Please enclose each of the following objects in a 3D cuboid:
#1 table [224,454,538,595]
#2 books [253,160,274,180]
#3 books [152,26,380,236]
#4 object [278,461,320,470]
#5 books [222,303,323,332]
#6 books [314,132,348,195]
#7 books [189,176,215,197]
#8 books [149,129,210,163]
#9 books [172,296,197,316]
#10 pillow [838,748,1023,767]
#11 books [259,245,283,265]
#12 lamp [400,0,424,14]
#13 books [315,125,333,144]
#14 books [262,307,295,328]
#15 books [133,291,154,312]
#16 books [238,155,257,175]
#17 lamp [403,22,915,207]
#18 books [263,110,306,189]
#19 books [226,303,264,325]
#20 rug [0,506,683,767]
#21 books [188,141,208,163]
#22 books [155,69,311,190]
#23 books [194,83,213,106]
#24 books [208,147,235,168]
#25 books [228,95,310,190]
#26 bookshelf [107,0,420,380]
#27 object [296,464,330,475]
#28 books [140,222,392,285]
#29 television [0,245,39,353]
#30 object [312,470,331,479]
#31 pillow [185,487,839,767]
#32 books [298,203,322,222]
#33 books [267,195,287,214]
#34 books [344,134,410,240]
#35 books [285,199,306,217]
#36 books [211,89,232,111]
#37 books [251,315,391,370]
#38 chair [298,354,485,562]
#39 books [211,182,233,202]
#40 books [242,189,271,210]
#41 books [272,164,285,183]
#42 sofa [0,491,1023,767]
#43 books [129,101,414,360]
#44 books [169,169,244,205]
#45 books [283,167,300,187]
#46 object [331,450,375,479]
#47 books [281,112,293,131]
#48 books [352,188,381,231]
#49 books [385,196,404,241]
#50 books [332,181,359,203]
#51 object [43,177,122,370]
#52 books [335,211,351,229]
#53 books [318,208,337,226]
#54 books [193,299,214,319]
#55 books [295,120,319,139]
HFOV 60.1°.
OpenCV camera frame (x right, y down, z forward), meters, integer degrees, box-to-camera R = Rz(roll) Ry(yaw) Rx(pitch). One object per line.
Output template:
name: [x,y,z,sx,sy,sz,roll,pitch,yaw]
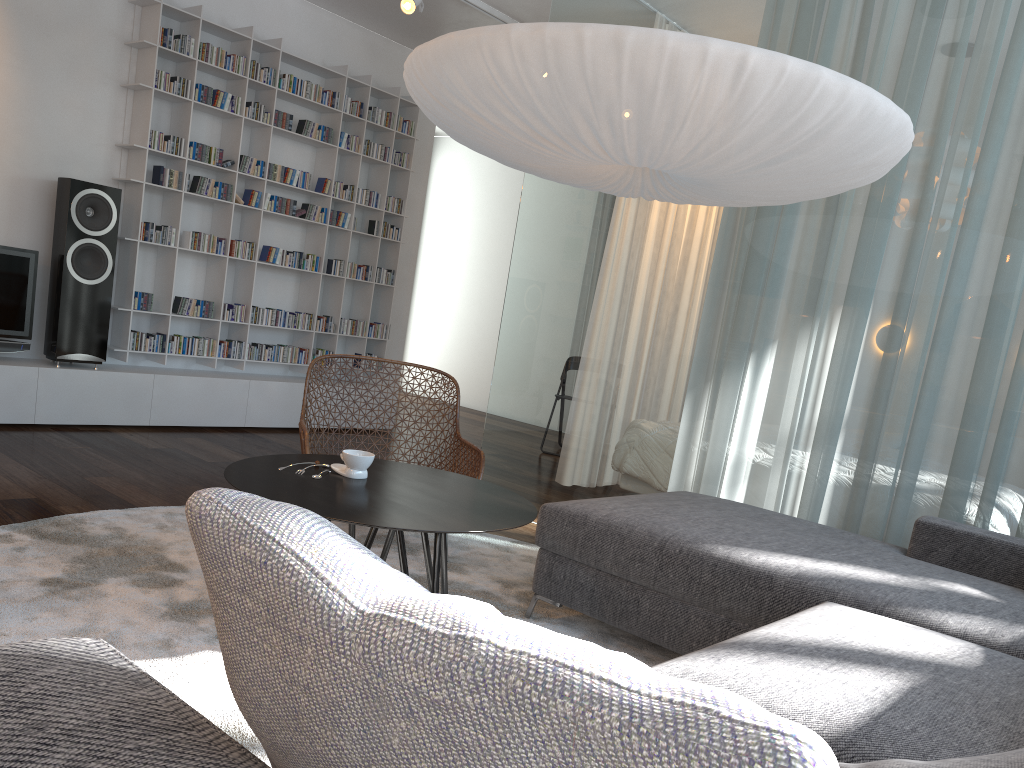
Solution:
table: [-0.385,0.518,2.461,0.839,0.477,0.848,14,7,42]
books: [-1.590,-1.356,5.606,0.098,0.105,0.139,14,8,38]
books: [-1.493,-1.536,5.661,0.113,0.866,1.755,16,8,40]
object: [-0.602,0.230,2.505,0.014,0.015,0.167,12,5,27]
books: [-1.604,-0.447,5.898,0.113,0.113,0.765,14,7,40]
books: [-1.222,-1.493,5.984,0.089,0.436,0.156,16,10,40]
books: [-1.868,-1.192,5.338,0.089,0.109,0.118,15,8,40]
books: [-1.962,-1.384,5.166,0.101,0.105,0.384,15,7,40]
books: [-2.008,-0.476,5.415,0.089,0.109,0.118,15,8,40]
pillow: [0.499,0.419,0.886,0.442,0.324,0.490,11,6,21]
books: [-1.577,-0.845,5.791,0.089,0.109,0.118,15,8,40]
lamp: [-0.541,-2.135,4.873,0.085,0.242,0.249,10,6,6]
books: [-1.267,-1.658,5.878,0.098,0.105,0.132,14,8,38]
books: [-1.584,-0.446,5.921,0.113,0.113,0.234,14,7,40]
books: [-2.190,-0.489,5.201,0.098,0.105,0.132,14,8,38]
books: [-1.665,-1.364,5.514,0.089,0.109,0.118,15,8,40]
lamp: [0.395,-0.711,2.647,1.474,0.212,1.454,8,4,-14]
books: [-1.480,-1.511,5.684,0.099,0.436,0.350,16,9,39]
books: [-1.748,-0.458,5.726,0.099,0.113,0.268,14,7,39]
rug: [-0.411,0.736,2.655,2.824,0.012,2.827,11,4,20]
books: [-1.889,-1.379,5.252,0.098,0.105,0.132,14,8,38]
books: [-1.696,-1.528,5.426,0.101,0.435,1.125,16,8,40]
books: [-1.839,-1.703,5.201,0.098,0.105,0.132,14,8,38]
books: [-1.775,-1.369,5.386,0.089,0.107,0.164,15,8,40]
books: [-1.543,-1.520,5.608,0.100,0.442,0.621,16,8,39]
bookshelf: [-1.545,-1.121,5.816,0.224,2.094,2.086,16,9,40]
object: [-0.561,0.236,2.496,0.025,0.016,0.163,11,4,15]
books: [-1.547,-0.842,5.831,0.113,0.115,1.926,15,7,40]
television: [-2.842,-0.434,4.446,0.791,0.606,0.341,6,8,-32]
object: [-0.525,0.248,2.453,0.026,0.010,0.123,10,4,6]
pillow: [0.002,0.316,0.615,0.489,0.418,0.286,14,8,38]
books: [-1.356,-1.151,5.944,0.089,0.109,0.118,15,8,40]
books: [-1.540,-1.163,5.729,0.098,0.105,0.132,14,8,38]
books: [-1.003,-1.384,6.279,0.113,0.632,0.569,16,9,40]
books: [-1.442,-1.156,5.843,0.089,0.107,0.164,15,8,40]
books: [-1.755,-1.697,5.298,0.089,0.109,0.118,15,8,40]
books: [-1.333,-0.309,6.258,0.113,0.352,1.134,16,8,40]
chair: [-0.523,0.276,3.639,0.720,0.716,0.677,7,7,-18]
books: [-1.795,-1.182,5.427,0.098,0.105,0.132,14,8,38]
books: [-1.627,-1.171,5.623,0.089,0.111,0.158,15,8,40]
books: [-1.521,-1.352,5.686,0.089,0.110,0.074,15,9,39]
sofa: [0.471,0.601,1.881,2.020,0.678,3.071,13,6,40]
books: [-1.505,-1.056,5.808,0.113,1.837,1.954,16,9,40]
books: [-1.854,-1.187,5.356,0.089,0.107,0.504,15,7,40]
books: [-1.458,-1.349,5.760,0.089,0.109,0.118,15,8,40]
object: [-0.453,0.225,2.521,0.092,0.070,0.137,5,7,-38]
books: [-1.457,-1.672,5.653,0.089,0.105,0.074,15,9,39]
books: [-1.060,-1.225,6.266,0.113,0.303,0.231,16,9,40]
books: [-0.901,-1.213,6.454,0.113,0.303,0.183,16,10,40]
books: [-1.173,-1.327,6.098,0.101,0.113,0.232,15,7,40]
object: [-2.400,-0.598,4.885,0.278,1.012,0.295,16,10,39]
books: [-1.193,-1.139,6.137,0.089,0.109,0.118,15,8,40]
books: [-1.278,-1.144,6.038,0.098,0.106,0.144,14,8,38]
books: [-1.934,-0.470,5.505,0.098,0.105,0.132,14,8,38]
books: [-1.341,-1.664,5.789,0.089,0.109,0.118,15,8,40]
